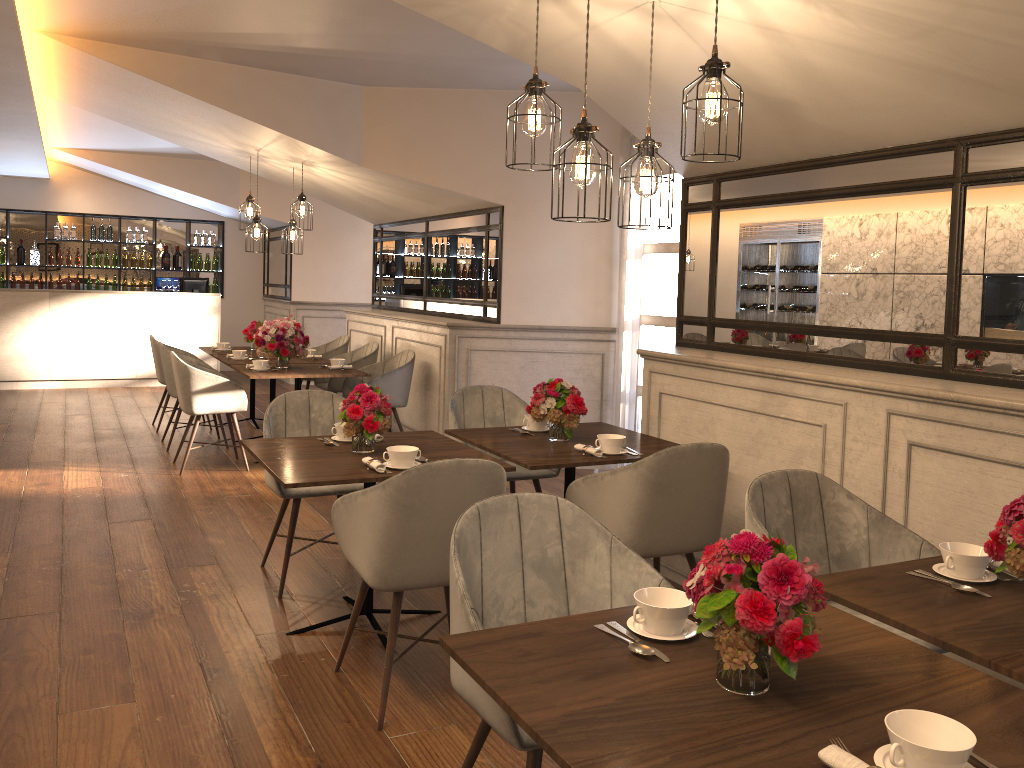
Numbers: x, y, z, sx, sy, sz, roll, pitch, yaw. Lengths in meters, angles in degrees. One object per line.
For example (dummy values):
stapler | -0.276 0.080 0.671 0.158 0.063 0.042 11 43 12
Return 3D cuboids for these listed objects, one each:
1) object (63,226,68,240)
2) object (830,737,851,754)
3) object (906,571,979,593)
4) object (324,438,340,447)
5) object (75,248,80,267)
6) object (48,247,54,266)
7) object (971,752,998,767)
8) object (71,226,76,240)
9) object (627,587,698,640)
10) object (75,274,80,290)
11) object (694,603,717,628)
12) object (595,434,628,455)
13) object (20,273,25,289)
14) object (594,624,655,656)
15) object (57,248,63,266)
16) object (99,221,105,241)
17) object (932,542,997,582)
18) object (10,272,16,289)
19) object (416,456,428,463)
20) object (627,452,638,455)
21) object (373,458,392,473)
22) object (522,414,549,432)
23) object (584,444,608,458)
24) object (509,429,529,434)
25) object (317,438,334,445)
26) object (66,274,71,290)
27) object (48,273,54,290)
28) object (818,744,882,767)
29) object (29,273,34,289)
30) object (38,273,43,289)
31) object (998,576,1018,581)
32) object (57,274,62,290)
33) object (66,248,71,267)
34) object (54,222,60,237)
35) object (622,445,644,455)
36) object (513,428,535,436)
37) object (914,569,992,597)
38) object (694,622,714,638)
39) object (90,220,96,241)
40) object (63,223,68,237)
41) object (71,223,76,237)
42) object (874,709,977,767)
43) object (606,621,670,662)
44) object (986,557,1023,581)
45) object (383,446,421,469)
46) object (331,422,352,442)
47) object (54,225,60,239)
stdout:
object | -6.199 -2.100 12.288 0.070 0.189 0.041 0 4 -27
object | 0.543 0.573 1.289 0.025 0.024 0.193 -1 7 -27
object | 1.073 0.491 2.203 0.043 0.015 0.198 -1 7 -23
object | -0.782 0.253 3.857 0.022 0.004 0.211 -1 7 -26
object | -6.086 -1.774 12.403 0.066 0.260 0.065 5 4 42
object | -6.382 -1.766 12.254 0.066 0.260 0.065 5 4 42
object | 0.710 0.572 1.385 0.043 0.015 0.198 -2 7 -30
object | -6.109 -2.102 12.333 0.070 0.189 0.041 0 4 -27
object | 0.314 0.479 1.842 0.148 0.072 0.148 5 7 31
object | -6.097 -1.413 12.422 0.066 0.260 0.065 5 4 42
object | 0.416 0.493 1.895 0.056 0.039 0.176 -1 7 -27
object | 0.426 0.261 3.810 0.148 0.072 0.148 5 7 31
object | -6.703 -1.397 12.118 0.066 0.260 0.065 5 4 42
object | 0.228 0.513 1.779 0.043 0.015 0.198 -1 7 -23
object | -6.283 -1.769 12.304 0.066 0.260 0.065 5 4 42
object | -5.789 -2.171 12.489 0.075 0.309 0.075 1 3 -16
object | 1.159 0.458 2.266 0.148 0.072 0.148 5 7 31
object | -6.802 -1.395 12.069 0.066 0.260 0.065 5 4 42
object | -0.327 0.307 3.456 0.043 0.015 0.198 -2 7 -30
object | 0.483 0.291 3.870 0.022 0.004 0.211 -1 7 -26
object | -0.495 0.307 3.361 0.025 0.024 0.193 -1 7 -27
object | 0.122 0.192 4.337 0.148 0.072 0.148 5 7 31
object | 0.350 0.286 3.784 0.025 0.024 0.193 -1 7 -27
object | 0.035 0.226 4.274 0.043 0.015 0.198 -1 7 -23
object | -0.810 0.247 3.851 0.043 0.015 0.198 -1 7 -23
object | -6.196 -1.410 12.373 0.066 0.260 0.065 5 4 42
object | -6.393 -1.405 12.274 0.066 0.260 0.065 5 4 42
object | 0.516 0.568 1.265 0.056 0.039 0.176 -1 7 -27
object | -6.605 -1.400 12.168 0.066 0.260 0.065 5 4 42
object | -6.506 -1.402 12.217 0.066 0.260 0.065 5 4 42
object | 1.234 0.481 2.294 0.025 0.024 0.193 -1 7 -27
object | -6.294 -1.408 12.323 0.066 0.260 0.065 5 4 42
object | -6.184 -1.771 12.353 0.066 0.260 0.065 5 4 42
object | -6.288 -2.134 12.241 0.069 0.208 0.040 0 4 -27
object | 0.518 0.285 3.880 0.043 0.015 0.198 -2 7 -30
object | 0.063 0.231 4.281 0.022 0.004 0.211 -1 7 -26
object | 1.100 0.497 2.209 0.022 0.004 0.211 -1 7 -26
object | 0.389 0.502 1.871 0.025 0.024 0.193 -1 7 -27
object | -5.882 -2.168 12.442 0.075 0.309 0.075 2 3 6
object | -6.198 -2.136 12.286 0.069 0.208 0.040 0 4 -27
object | -6.108 -2.138 12.331 0.069 0.208 0.040 0 4 -27
object | 0.619 0.548 1.315 0.148 0.072 0.148 5 7 31
object | 0.255 0.518 1.786 0.022 0.004 0.211 -1 7 -26
object | 1.261 0.472 2.318 0.056 0.039 0.176 -1 7 -27
object | -0.419 0.283 3.387 0.148 0.072 0.148 5 7 31
object | -0.723 0.214 3.914 0.148 0.072 0.148 5 7 31
object | -6.289 -2.097 12.243 0.070 0.189 0.041 0 4 -27
